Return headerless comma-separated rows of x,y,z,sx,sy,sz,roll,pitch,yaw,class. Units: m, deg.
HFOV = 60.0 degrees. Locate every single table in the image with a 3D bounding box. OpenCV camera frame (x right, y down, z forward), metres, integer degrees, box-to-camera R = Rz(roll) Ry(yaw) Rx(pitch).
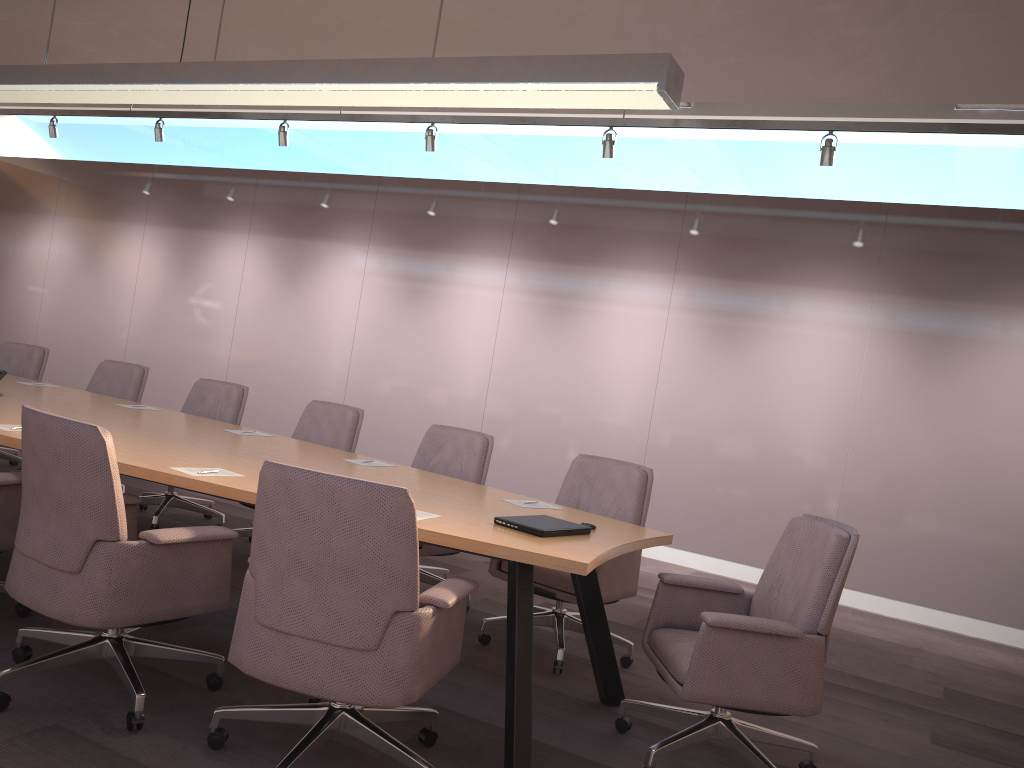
-3.151,0.385,5.003,8.000,0.748,1.885,9,0,26,table

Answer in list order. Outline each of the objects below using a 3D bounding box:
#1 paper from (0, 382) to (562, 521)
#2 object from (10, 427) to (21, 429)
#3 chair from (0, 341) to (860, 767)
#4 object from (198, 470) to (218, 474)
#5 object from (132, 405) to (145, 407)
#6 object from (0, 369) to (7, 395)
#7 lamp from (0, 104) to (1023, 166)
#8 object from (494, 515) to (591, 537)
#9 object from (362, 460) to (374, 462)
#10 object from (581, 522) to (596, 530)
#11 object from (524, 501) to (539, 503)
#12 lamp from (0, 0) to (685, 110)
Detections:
-3.008,0.028,4.966,6.800,0.001,1.713,9,0,26,paper
-2.062,0.184,3.724,0.009,0.009,0.125,9,0,9,object
-3.226,0.270,5.056,9.673,0.948,3.001,9,0,27,chair
-1.152,0.333,3.356,0.009,0.009,0.125,9,0,18,object
-2.287,0.135,5.444,0.009,0.009,0.125,9,0,16,object
-2.890,-0.021,4.871,0.200,0.139,0.110,9,0,26,object
-2.421,-2.762,4.811,12.467,1.321,5.699,9,0,26,lamp
0.117,0.529,3.324,0.231,0.026,0.325,9,1,38,object
-0.729,0.392,4.509,0.009,0.009,0.125,9,0,19,object
0.300,0.560,3.506,0.070,0.019,0.039,9,0,20,object
0.089,0.527,3.961,0.009,0.009,0.125,9,1,34,object
-2.354,-2.477,4.803,6.974,1.864,0.200,9,0,26,lamp
